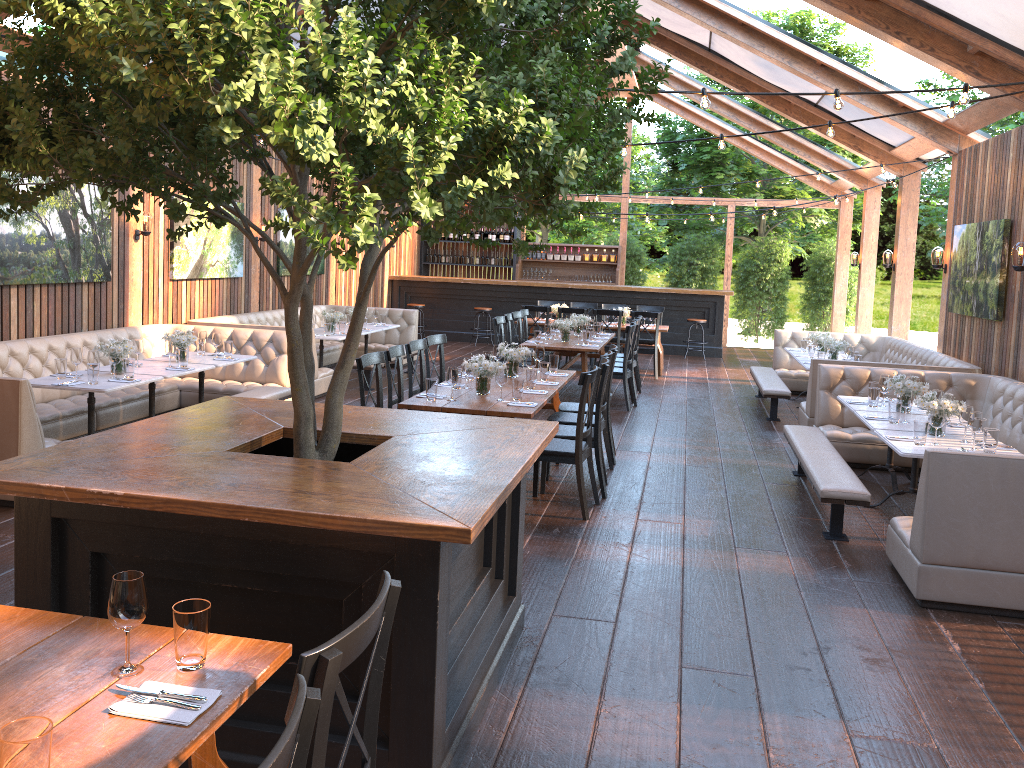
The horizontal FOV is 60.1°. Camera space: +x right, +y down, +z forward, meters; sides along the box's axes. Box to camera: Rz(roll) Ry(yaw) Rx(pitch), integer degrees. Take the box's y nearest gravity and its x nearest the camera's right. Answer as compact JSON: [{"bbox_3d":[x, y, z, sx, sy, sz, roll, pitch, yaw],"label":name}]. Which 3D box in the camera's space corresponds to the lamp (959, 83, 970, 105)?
[{"bbox_3d":[2.561,-1.639,5.007,0.062,0.118,0.057,-2,7,-37],"label":"lamp"}]

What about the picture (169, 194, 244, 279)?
[{"bbox_3d":[-3.800,-1.828,11.118,0.065,0.992,1.660,3,7,11],"label":"picture"}]

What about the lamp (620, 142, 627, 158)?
[{"bbox_3d":[0.869,-1.821,6.872,0.056,0.120,0.056,-2,7,-38],"label":"lamp"}]

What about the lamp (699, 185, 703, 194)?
[{"bbox_3d":[2.559,-2.636,11.993,0.056,0.120,0.057,1,5,-13],"label":"lamp"}]

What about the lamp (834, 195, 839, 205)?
[{"bbox_3d":[3.806,-2.156,10.381,0.057,0.119,0.059,7,7,42],"label":"lamp"}]

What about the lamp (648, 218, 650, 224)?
[{"bbox_3d":[2.780,-3.309,17.940,0.056,0.120,0.056,0,6,-20],"label":"lamp"}]

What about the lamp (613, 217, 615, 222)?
[{"bbox_3d":[2.107,-3.398,18.282,0.059,0.119,0.057,1,5,-16],"label":"lamp"}]

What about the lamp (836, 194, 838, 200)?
[{"bbox_3d":[5.824,-3.349,15.904,0.056,0.117,0.067,4,6,18],"label":"lamp"}]

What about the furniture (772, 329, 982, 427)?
[{"bbox_3d":[4.309,-0.055,11.003,1.710,0.854,4.184,4,8,11],"label":"furniture"}]

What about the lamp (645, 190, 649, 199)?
[{"bbox_3d":[1.886,-2.647,12.338,0.056,0.120,0.056,5,6,25],"label":"lamp"}]

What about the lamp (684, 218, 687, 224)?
[{"bbox_3d":[3.443,-3.239,17.575,0.056,0.120,0.056,0,6,-27],"label":"lamp"}]

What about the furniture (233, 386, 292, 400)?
[{"bbox_3d":[-2.555,0.366,7.763,0.313,0.396,2.343,4,8,11],"label":"furniture"}]

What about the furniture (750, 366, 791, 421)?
[{"bbox_3d":[3.241,0.101,11.218,0.313,0.396,2.343,4,8,11],"label":"furniture"}]

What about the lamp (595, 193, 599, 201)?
[{"bbox_3d":[1.218,-2.679,12.692,0.057,0.119,0.057,3,5,5],"label":"lamp"}]

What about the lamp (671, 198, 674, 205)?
[{"bbox_3d":[2.818,-3.208,15.538,0.056,0.120,0.056,5,6,30],"label":"lamp"}]

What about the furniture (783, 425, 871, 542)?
[{"bbox_3d":[2.353,0.711,6.798,0.313,0.396,2.343,4,8,11],"label":"furniture"}]

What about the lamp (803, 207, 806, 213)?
[{"bbox_3d":[5.446,-3.241,16.472,0.056,0.119,0.057,4,6,19],"label":"lamp"}]

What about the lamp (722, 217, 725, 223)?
[{"bbox_3d":[4.118,-3.196,17.223,0.056,0.120,0.057,0,6,-23],"label":"lamp"}]

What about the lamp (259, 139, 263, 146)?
[{"bbox_3d":[-2.449,-2.392,8.660,0.063,0.118,0.057,3,5,4],"label":"lamp"}]

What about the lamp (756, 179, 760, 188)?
[{"bbox_3d":[3.222,-2.633,11.610,0.056,0.114,0.075,-1,7,-33],"label":"lamp"}]

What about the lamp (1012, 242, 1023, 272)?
[{"bbox_3d":[4.611,-1.126,7.998,0.178,0.318,0.147,3,5,11],"label":"lamp"}]

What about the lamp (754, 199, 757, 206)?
[{"bbox_3d":[4.331,-3.217,15.712,0.056,0.120,0.056,3,5,4],"label":"lamp"}]

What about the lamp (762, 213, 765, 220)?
[{"bbox_3d":[4.781,-3.189,16.832,0.065,0.117,0.057,4,5,14],"label":"lamp"}]

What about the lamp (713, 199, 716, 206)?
[{"bbox_3d":[3.572,-3.202,15.621,0.056,0.120,0.056,5,6,27],"label":"lamp"}]

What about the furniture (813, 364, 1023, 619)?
[{"bbox_3d":[3.419,0.557,6.569,1.710,0.854,4.184,4,8,11],"label":"furniture"}]

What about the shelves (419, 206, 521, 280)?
[{"bbox_3d":[-0.956,-2.572,19.964,2.204,2.814,0.504,4,5,11],"label":"shelves"}]

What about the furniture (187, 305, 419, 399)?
[{"bbox_3d":[-2.746,-0.549,12.385,1.710,0.854,4.184,4,8,11],"label":"furniture"}]

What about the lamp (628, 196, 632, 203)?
[{"bbox_3d":[2.063,-3.225,15.457,0.056,0.120,0.056,6,6,37],"label":"lamp"}]

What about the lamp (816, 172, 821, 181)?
[{"bbox_3d":[3.901,-2.644,11.258,0.056,0.113,0.076,3,6,9],"label":"lamp"}]

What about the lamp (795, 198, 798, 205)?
[{"bbox_3d":[5.087,-3.263,15.801,0.056,0.120,0.057,1,5,-11],"label":"lamp"}]

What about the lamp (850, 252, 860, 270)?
[{"bbox_3d":[6.229,-2.239,16.062,0.178,0.318,0.147,3,5,11],"label":"lamp"}]

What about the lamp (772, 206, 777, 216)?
[{"bbox_3d":[3.060,-2.012,10.296,0.056,0.120,0.057,3,5,8],"label":"lamp"}]

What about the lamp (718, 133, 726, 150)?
[{"bbox_3d":[1.549,-1.786,6.524,0.056,0.120,0.056,4,6,20],"label":"lamp"}]

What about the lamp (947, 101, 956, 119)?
[{"bbox_3d":[2.897,-1.805,5.828,0.056,0.120,0.056,6,6,35],"label":"lamp"}]

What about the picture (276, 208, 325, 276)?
[{"bbox_3d":[-3.267,-2.199,13.802,0.065,0.992,1.660,3,7,11],"label":"picture"}]

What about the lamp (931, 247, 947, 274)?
[{"bbox_3d":[5.147,-1.495,10.672,0.178,0.318,0.147,3,5,11],"label":"lamp"}]

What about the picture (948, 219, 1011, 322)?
[{"bbox_3d":[4.929,-1.214,9.396,0.065,0.992,1.660,3,7,11],"label":"picture"}]

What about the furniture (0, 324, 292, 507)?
[{"bbox_3d":[-3.634,0.061,7.961,1.710,0.854,4.184,4,8,11],"label":"furniture"}]

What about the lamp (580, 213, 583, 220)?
[{"bbox_3d":[0.784,-1.918,10.040,0.056,0.119,0.056,4,5,17],"label":"lamp"}]

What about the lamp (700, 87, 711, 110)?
[{"bbox_3d":[1.052,-1.551,4.804,0.056,0.119,0.057,2,5,-2],"label":"lamp"}]

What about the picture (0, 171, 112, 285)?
[{"bbox_3d":[-4.341,-1.451,8.387,0.065,0.992,1.660,3,7,11],"label":"picture"}]

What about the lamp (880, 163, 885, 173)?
[{"bbox_3d":[4.577,-2.662,10.917,0.056,0.118,0.064,1,6,-15],"label":"lamp"}]

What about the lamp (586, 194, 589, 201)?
[{"bbox_3d":[1.310,-3.245,15.369,0.056,0.120,0.056,4,5,17],"label":"lamp"}]

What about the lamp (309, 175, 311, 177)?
[{"bbox_3d":[-2.213,-2.336,9.751,0.071,0.115,0.056,6,6,33],"label":"lamp"}]

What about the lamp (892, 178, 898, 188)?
[{"bbox_3d":[4.530,-2.378,10.476,0.069,0.116,0.057,4,6,18],"label":"lamp"}]

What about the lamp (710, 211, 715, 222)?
[{"bbox_3d":[2.309,-1.931,10.201,0.056,0.119,0.057,0,6,-29],"label":"lamp"}]

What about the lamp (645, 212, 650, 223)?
[{"bbox_3d":[1.546,-1.903,10.115,0.056,0.120,0.056,3,5,10],"label":"lamp"}]

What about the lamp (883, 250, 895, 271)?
[{"bbox_3d":[5.687,-1.866,13.362,0.178,0.318,0.147,3,5,11],"label":"lamp"}]

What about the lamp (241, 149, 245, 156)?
[{"bbox_3d":[-2.943,-2.542,9.688,0.060,0.118,0.056,6,6,33],"label":"lamp"}]

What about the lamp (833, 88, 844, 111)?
[{"bbox_3d":[1.810,-1.575,4.898,0.056,0.120,0.057,0,6,-23],"label":"lamp"}]

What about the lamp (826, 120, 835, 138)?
[{"bbox_3d":[2.226,-1.779,6.174,0.056,0.120,0.056,5,6,23],"label":"lamp"}]

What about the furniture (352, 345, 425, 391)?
[{"bbox_3d":[-1.668,-0.244,12.184,0.313,0.396,2.343,4,8,11],"label":"furniture"}]
